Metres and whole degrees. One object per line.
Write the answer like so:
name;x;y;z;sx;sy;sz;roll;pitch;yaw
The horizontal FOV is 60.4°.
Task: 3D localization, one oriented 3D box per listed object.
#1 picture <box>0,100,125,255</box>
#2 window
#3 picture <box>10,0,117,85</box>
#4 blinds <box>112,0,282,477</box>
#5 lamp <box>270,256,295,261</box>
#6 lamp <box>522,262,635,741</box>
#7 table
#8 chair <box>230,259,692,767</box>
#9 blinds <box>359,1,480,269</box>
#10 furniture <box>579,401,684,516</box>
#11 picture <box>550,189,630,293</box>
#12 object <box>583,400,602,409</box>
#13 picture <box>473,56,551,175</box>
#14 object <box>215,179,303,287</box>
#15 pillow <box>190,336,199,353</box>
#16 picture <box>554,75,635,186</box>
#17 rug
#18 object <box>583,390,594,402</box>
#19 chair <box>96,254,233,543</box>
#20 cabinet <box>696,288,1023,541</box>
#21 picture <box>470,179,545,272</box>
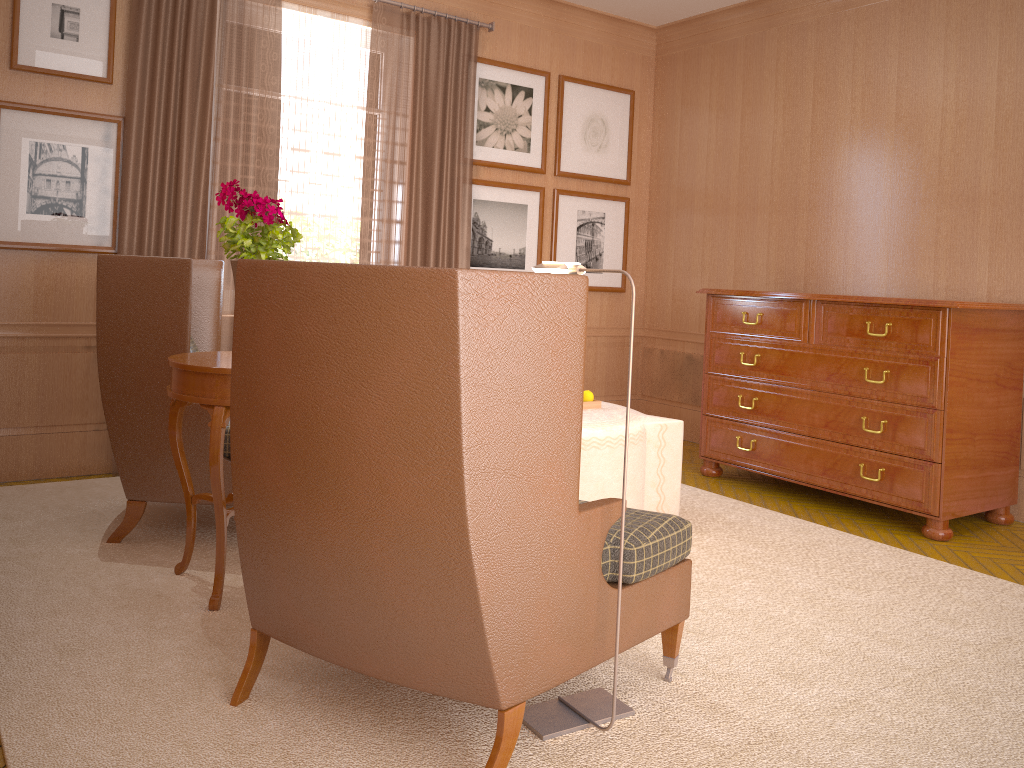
picture;-3.963;-1.781;7.686;1.048;1.249;0.048;1;1;-35
window;-2.248;-2.357;9.407;2.430;3.377;0.850;1;1;-35
picture;-3.898;-3.156;7.685;0.804;0.957;0.048;1;1;-35
blinds;-2.930;-1.583;8.295;1.425;4.799;0.267;2;0;-34
lamp;-2.117;-0.092;7.623;0.630;2.026;0.563;3;1;16
lamp;0.260;0.464;3.989;0.631;2.031;0.563;3;1;25
table;-1.635;0.536;5.373;0.924;1.371;1.044;2;3;-28
chair;-0.331;0.449;4.113;1.916;1.972;1.722;5;4;29
blinds;-1.038;-1.664;9.641;1.444;4.788;0.267;2;0;-37
furniture;0.137;0.625;7.220;1.949;0.898;1.963;-2;7;-38
picture;1.004;-1.805;11.218;1.248;1.248;0.048;0;1;-35
object;0.225;0.143;7.268;0.800;0.060;0.643;-2;9;-35
picture;-0.075;-3.165;10.404;1.248;1.248;0.048;0;1;-35
object;-1.551;-0.691;5.362;0.524;1.089;0.458;2;1;-37
pillow;-2.658;-0.140;6.699;0.537;0.705;1.081;2;5;-11
picture;1.070;-3.211;11.217;1.248;1.248;0.048;0;1;-35
rug;0.154;1.288;5.601;5.992;0.020;8.012;-2;9;-35
object;0.620;0.117;7.287;0.114;0.133;0.108;3;3;11
chair;-2.236;0.033;6.773;1.718;1.972;1.921;2;3;-11
cabinet;3.240;0.123;8.450;1.414;1.940;2.784;1;5;-35
picture;-0.142;-1.760;10.405;1.248;1.248;0.048;0;1;-35
